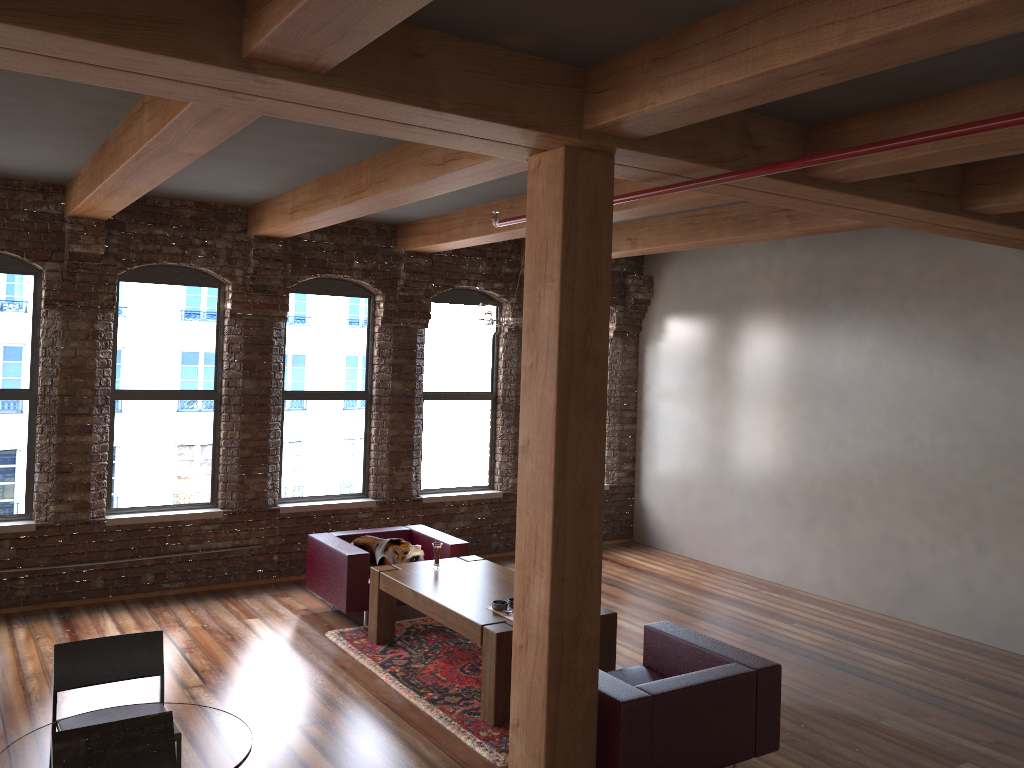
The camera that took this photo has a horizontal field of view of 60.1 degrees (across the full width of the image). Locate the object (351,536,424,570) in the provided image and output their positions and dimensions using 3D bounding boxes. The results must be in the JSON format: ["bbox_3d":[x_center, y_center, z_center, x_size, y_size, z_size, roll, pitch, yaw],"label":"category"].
[{"bbox_3d":[-1.018,1.402,7.200,0.755,0.297,0.364,3,1,28],"label":"object"}]

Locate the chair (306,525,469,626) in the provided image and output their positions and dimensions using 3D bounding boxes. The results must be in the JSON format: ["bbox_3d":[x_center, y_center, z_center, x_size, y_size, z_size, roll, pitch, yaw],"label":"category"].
[{"bbox_3d":[-1.038,1.574,7.335,1.070,0.593,0.866,1,1,-33],"label":"chair"}]

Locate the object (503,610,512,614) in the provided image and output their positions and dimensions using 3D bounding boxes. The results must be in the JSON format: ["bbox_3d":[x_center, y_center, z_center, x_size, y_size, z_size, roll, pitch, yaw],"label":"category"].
[{"bbox_3d":[-0.027,1.402,5.442,0.059,0.021,0.018,2,0,9],"label":"object"}]

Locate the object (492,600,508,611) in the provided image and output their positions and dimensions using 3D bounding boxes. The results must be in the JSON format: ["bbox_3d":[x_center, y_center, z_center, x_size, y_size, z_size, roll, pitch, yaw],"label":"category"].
[{"bbox_3d":[-0.075,1.387,5.543,0.099,0.043,0.099,2,1,-7],"label":"object"}]

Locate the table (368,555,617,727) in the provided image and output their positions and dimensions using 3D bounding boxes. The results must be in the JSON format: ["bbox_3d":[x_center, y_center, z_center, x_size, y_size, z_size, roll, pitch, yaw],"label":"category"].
[{"bbox_3d":[-0.199,1.666,6.043,0.899,0.550,1.752,1,2,-33],"label":"table"}]

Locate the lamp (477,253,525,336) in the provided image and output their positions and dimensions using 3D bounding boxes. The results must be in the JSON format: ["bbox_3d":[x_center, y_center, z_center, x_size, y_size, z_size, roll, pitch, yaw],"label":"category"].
[{"bbox_3d":[0.134,-0.801,7.062,0.809,0.815,0.809,2,0,8],"label":"lamp"}]

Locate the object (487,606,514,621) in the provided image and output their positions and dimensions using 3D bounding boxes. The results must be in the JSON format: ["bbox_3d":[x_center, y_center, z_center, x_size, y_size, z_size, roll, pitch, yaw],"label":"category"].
[{"bbox_3d":[0.123,1.415,5.559,0.469,0.001,0.353,1,2,-33],"label":"object"}]

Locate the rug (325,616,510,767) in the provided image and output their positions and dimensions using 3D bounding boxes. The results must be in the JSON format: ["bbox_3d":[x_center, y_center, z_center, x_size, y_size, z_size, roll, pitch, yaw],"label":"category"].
[{"bbox_3d":[-0.177,1.941,6.004,1.342,0.009,2.464,1,2,-33],"label":"rug"}]

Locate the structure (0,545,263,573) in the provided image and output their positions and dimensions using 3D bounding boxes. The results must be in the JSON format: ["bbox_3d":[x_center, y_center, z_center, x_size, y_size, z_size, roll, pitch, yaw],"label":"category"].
[{"bbox_3d":[-8.019,1.309,4.231,13.696,0.313,1.635,0,2,-40],"label":"structure"}]

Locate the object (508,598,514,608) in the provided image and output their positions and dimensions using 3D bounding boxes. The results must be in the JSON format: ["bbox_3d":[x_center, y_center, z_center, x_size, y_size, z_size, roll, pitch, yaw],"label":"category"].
[{"bbox_3d":[0.022,1.388,5.610,0.099,0.043,0.099,2,1,5],"label":"object"}]

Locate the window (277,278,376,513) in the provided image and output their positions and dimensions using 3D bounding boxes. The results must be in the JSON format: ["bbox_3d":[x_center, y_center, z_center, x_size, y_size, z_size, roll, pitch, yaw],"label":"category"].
[{"bbox_3d":[-1.755,0.077,8.488,0.967,2.216,0.235,2,-1,-33],"label":"window"}]

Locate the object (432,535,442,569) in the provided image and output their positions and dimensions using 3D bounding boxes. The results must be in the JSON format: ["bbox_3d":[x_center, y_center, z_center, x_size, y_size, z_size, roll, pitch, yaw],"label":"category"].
[{"bbox_3d":[-0.554,1.247,6.571,0.076,0.232,0.095,2,0,0],"label":"object"}]

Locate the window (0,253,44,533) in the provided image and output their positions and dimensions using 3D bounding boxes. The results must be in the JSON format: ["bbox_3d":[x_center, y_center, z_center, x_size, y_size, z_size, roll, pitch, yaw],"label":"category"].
[{"bbox_3d":[-4.208,0.048,6.885,0.967,2.216,0.235,2,-1,-33],"label":"window"}]

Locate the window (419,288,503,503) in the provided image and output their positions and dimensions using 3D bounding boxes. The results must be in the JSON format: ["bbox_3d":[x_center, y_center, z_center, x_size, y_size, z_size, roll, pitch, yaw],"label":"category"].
[{"bbox_3d":[-0.529,0.092,9.290,0.967,2.216,0.235,2,-1,-33],"label":"window"}]

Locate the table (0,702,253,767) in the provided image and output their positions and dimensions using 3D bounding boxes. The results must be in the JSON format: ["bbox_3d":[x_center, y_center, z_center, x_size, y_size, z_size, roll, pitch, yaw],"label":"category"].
[{"bbox_3d":[-1.171,1.562,2.661,0.721,0.925,0.721,2,0,-8],"label":"table"}]

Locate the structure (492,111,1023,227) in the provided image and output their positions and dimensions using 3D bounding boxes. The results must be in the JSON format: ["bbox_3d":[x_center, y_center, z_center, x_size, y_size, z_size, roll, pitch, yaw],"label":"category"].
[{"bbox_3d":[1.732,-0.975,3.232,0.051,0.112,6.814,2,1,-33],"label":"structure"}]

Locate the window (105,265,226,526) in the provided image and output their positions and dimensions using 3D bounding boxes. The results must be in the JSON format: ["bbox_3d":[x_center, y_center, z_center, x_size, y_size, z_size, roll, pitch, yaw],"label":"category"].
[{"bbox_3d":[-2.982,0.063,7.686,0.967,2.216,0.235,2,-1,-33],"label":"window"}]

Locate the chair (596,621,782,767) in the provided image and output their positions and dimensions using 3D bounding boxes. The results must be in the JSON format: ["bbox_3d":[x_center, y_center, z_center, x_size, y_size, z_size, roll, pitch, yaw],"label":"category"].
[{"bbox_3d":[0.701,1.716,4.630,1.070,0.593,0.866,1,1,-33],"label":"chair"}]

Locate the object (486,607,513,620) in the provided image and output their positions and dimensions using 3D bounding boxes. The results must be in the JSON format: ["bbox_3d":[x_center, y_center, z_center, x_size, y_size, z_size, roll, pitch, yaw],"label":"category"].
[{"bbox_3d":[0.123,1.415,5.558,0.470,0.003,0.332,1,2,-33],"label":"object"}]

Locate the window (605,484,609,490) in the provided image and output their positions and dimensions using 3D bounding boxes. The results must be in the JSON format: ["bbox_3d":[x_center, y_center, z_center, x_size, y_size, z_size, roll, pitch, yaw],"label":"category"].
[{"bbox_3d":[0.698,0.106,10.093,0.967,2.216,0.235,2,-1,-33],"label":"window"}]

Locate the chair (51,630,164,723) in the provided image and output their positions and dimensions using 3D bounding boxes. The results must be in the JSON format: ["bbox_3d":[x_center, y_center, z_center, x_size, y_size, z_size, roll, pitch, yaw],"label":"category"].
[{"bbox_3d":[-1.481,1.496,3.301,0.429,0.982,0.467,2,0,-33],"label":"chair"}]
